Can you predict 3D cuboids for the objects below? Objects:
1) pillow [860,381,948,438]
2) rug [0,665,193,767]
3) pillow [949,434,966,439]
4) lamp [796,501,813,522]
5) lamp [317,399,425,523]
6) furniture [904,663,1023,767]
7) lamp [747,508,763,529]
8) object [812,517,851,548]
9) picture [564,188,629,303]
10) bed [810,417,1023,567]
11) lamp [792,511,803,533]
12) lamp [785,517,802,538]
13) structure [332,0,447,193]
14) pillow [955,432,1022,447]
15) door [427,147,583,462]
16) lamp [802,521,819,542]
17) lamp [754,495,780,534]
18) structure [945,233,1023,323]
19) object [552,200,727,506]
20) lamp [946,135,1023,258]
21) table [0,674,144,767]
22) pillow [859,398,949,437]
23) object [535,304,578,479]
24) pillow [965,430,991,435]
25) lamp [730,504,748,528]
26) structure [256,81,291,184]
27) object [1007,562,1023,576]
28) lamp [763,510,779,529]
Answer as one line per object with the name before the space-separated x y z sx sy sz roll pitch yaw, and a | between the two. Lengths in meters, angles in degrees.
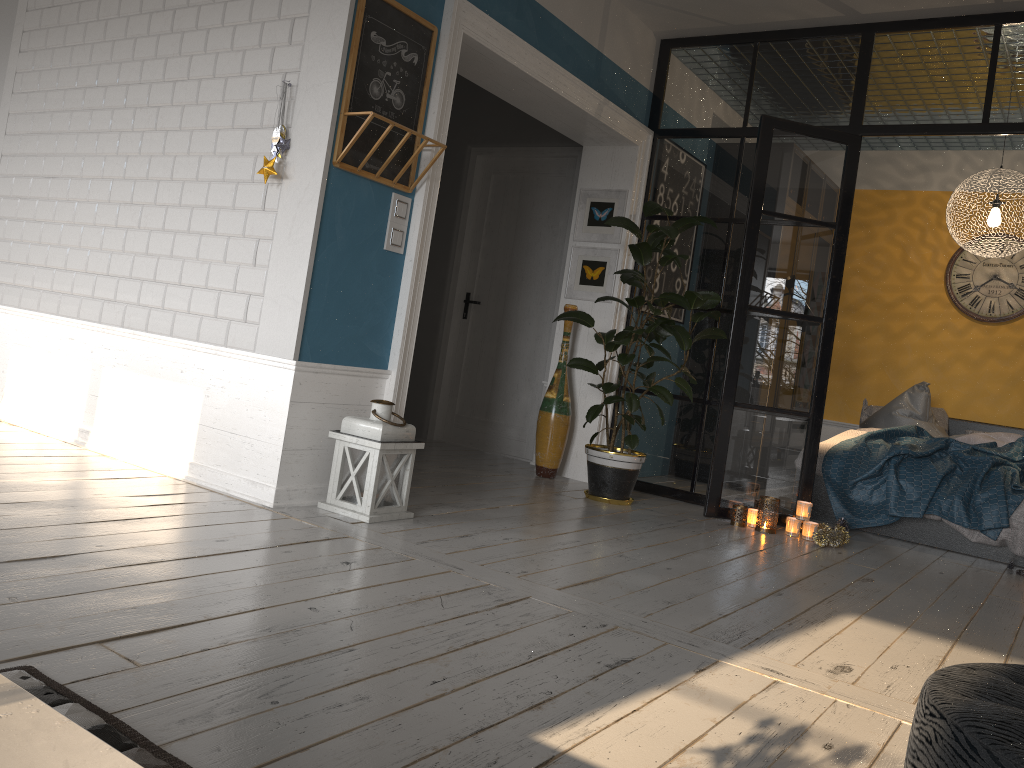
pillow | 2.934 0.263 6.630 0.786 0.600 0.496 9 0 39
rug | -0.392 0.682 0.307 2.538 0.034 1.761 10 2 34
pillow | 3.411 0.501 6.549 0.473 0.267 0.626 8 2 -35
lamp | 1.577 0.688 4.783 0.080 0.099 0.081 9 0 -16
lamp | -0.578 0.304 3.721 0.288 0.478 0.285 8 -1 32
furniture | 0.958 0.686 1.266 0.737 0.357 0.733 9 1 20
lamp | 1.345 0.748 4.912 0.080 0.099 0.081 9 0 -16
object | 1.769 0.812 4.878 0.193 0.118 0.714 9 2 22
picture | 0.034 -0.979 5.092 0.360 0.753 1.936 8 1 33
bed | 3.120 0.638 5.946 1.906 0.771 2.311 10 2 34
lamp | 1.627 0.783 5.020 0.081 0.107 0.080 8 -1 33
lamp | 1.528 0.779 4.809 0.080 0.099 0.081 9 0 -16
structure | -0.472 -1.251 3.795 0.186 0.777 0.492 7 -1 33
pillow | 3.499 0.458 6.239 0.592 0.227 0.485 8 1 -7
door | -0.012 -0.636 6.688 1.041 2.310 0.177 8 -2 34
lamp | 1.600 0.792 4.752 0.080 0.099 0.081 9 0 -16
lamp | 1.395 0.713 4.827 0.115 0.187 0.114 8 -1 32
structure | 3.854 -0.846 7.052 0.730 0.726 0.070 9 -2 34
object | 2.086 0.023 4.372 3.914 1.797 1.005 9 0 33
lamp | 3.376 -1.416 6.123 0.615 1.098 0.617 9 -1 -16
table | -0.628 0.403 0.310 1.462 0.512 0.728 10 1 34
pillow | 3.148 0.381 6.977 0.756 0.456 0.513 9 0 5
object | 0.300 0.044 5.701 0.216 1.126 0.214 8 -2 28
pillow | 3.735 0.535 6.555 0.779 0.297 0.524 10 1 34
lamp | 1.257 0.731 4.897 0.084 0.110 0.084 9 0 9
structure | -0.983 -1.053 3.709 0.134 0.448 0.077 8 -2 22
object | 2.708 0.992 4.681 0.087 0.054 0.326 9 2 -3
lamp | 1.436 0.761 4.921 0.080 0.099 0.081 9 0 -16
